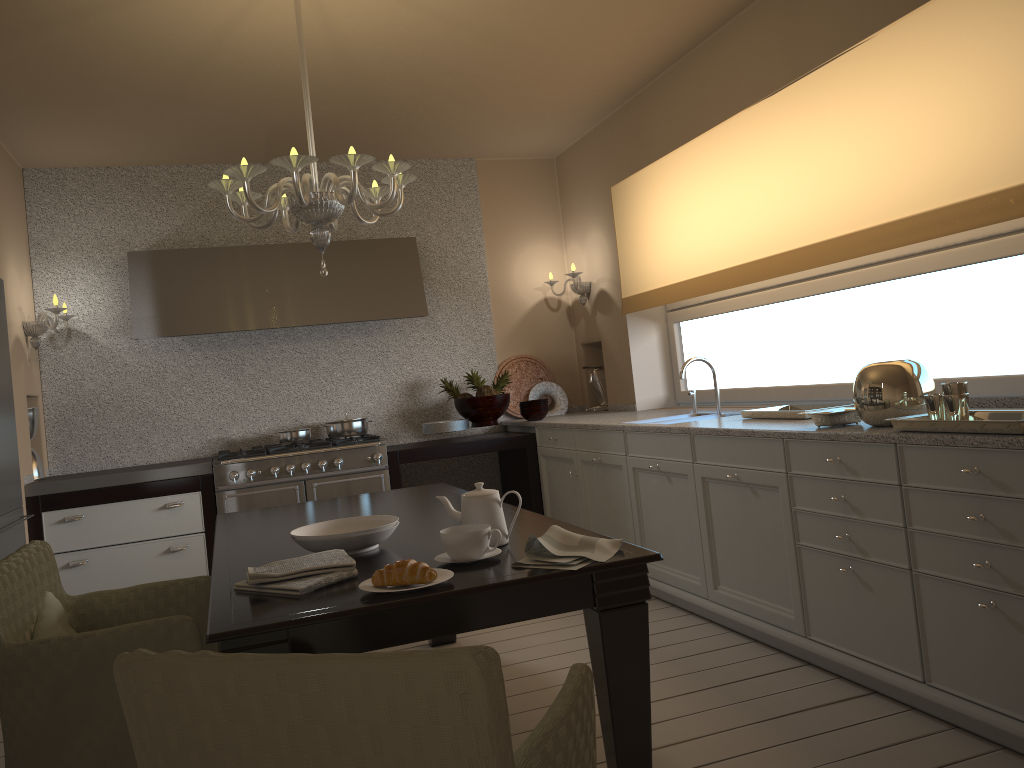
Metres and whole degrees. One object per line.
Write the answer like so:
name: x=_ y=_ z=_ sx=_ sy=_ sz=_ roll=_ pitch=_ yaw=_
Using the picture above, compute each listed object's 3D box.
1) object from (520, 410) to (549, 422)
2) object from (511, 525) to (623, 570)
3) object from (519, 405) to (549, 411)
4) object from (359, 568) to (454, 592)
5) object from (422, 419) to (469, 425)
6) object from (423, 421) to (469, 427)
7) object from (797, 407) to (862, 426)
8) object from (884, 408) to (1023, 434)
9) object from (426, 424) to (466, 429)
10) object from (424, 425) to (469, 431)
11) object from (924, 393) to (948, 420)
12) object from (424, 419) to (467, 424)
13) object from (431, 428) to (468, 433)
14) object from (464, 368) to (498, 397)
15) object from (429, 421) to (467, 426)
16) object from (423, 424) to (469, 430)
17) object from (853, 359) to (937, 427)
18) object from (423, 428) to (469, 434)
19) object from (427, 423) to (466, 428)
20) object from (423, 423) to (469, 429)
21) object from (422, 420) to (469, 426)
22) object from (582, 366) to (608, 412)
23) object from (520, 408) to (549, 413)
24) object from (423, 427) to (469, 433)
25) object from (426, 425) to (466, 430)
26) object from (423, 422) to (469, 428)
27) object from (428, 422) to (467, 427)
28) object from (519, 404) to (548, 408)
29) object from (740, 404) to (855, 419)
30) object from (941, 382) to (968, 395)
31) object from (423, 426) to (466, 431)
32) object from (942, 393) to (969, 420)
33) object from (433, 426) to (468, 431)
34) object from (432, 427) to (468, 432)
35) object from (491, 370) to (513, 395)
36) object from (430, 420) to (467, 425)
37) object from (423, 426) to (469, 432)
object: x=0.142 y=0.199 z=5.467 sx=0.180 sy=0.063 sz=0.180 roll=-6 pitch=0 yaw=-40
object: x=0.125 y=0.346 z=1.925 sx=0.196 sy=0.063 sz=0.205 roll=-6 pitch=0 yaw=34
object: x=0.139 y=0.172 z=5.467 sx=0.180 sy=0.063 sz=0.180 roll=-6 pitch=0 yaw=-40
object: x=-0.216 y=0.408 z=1.817 sx=0.195 sy=0.014 sz=0.194 roll=-6 pitch=0 yaw=-42
object: x=-0.397 y=0.232 z=5.304 sx=0.279 sy=0.011 sz=0.278 roll=-6 pitch=0 yaw=-31
object: x=-0.396 y=0.243 z=5.304 sx=0.279 sy=0.011 sz=0.278 roll=-6 pitch=0 yaw=-31
object: x=1.060 y=0.108 z=2.886 sx=0.197 sy=0.048 sz=0.152 roll=-6 pitch=0 yaw=-18
object: x=1.249 y=0.097 z=2.334 sx=0.274 sy=0.034 sz=0.445 roll=-6 pitch=0 yaw=-18
object: x=-0.395 y=0.257 z=5.303 sx=0.279 sy=0.011 sz=0.278 roll=-6 pitch=0 yaw=-31
object: x=-0.394 y=0.266 z=5.303 sx=0.279 sy=0.011 sz=0.278 roll=-6 pitch=0 yaw=-31
object: x=1.166 y=0.073 z=2.424 sx=0.063 sy=0.090 sz=0.063 roll=-7 pitch=-2 yaw=44
object: x=-0.398 y=0.229 z=5.304 sx=0.279 sy=0.011 sz=0.278 roll=-6 pitch=0 yaw=-31
object: x=-0.392 y=0.282 z=5.301 sx=0.279 sy=0.011 sz=0.278 roll=-6 pitch=0 yaw=-31
object: x=-0.199 y=0.030 z=5.493 sx=0.161 sy=0.279 sz=0.268 roll=-5 pitch=-1 yaw=-36
object: x=-0.397 y=0.240 z=5.304 sx=0.279 sy=0.011 sz=0.278 roll=-6 pitch=0 yaw=-31
object: x=-0.395 y=0.260 z=5.303 sx=0.279 sy=0.011 sz=0.278 roll=-6 pitch=0 yaw=-31
object: x=1.171 y=0.028 z=2.718 sx=0.235 sy=0.196 sz=0.235 roll=-6 pitch=-1 yaw=-1
object: x=-0.392 y=0.284 z=5.302 sx=0.279 sy=0.011 sz=0.278 roll=-6 pitch=0 yaw=-31
object: x=-0.395 y=0.251 z=5.303 sx=0.279 sy=0.011 sz=0.278 roll=-6 pitch=0 yaw=-31
object: x=-0.395 y=0.254 z=5.304 sx=0.279 sy=0.011 sz=0.278 roll=-6 pitch=0 yaw=-31
object: x=-0.397 y=0.237 z=5.303 sx=0.279 sy=0.011 sz=0.278 roll=-6 pitch=0 yaw=-31
object: x=0.680 y=0.017 z=5.925 sx=0.391 sy=0.306 sz=0.382 roll=-6 pitch=-1 yaw=-18
object: x=0.140 y=0.186 z=5.467 sx=0.180 sy=0.063 sz=0.180 roll=-6 pitch=0 yaw=-40
object: x=-0.392 y=0.279 z=5.302 sx=0.279 sy=0.011 sz=0.278 roll=-6 pitch=0 yaw=-31
object: x=-0.394 y=0.262 z=5.303 sx=0.279 sy=0.011 sz=0.278 roll=-6 pitch=0 yaw=-31
object: x=-0.395 y=0.248 z=5.302 sx=0.279 sy=0.011 sz=0.278 roll=-6 pitch=0 yaw=-31
object: x=-0.396 y=0.245 z=5.303 sx=0.279 sy=0.011 sz=0.278 roll=-6 pitch=0 yaw=-31
object: x=0.136 y=0.157 z=5.467 sx=0.180 sy=0.067 sz=0.180 roll=-6 pitch=0 yaw=-26
object: x=1.128 y=0.108 z=3.512 sx=0.241 sy=0.030 sz=0.428 roll=-6 pitch=0 yaw=-18
object: x=1.179 y=0.042 z=2.354 sx=0.063 sy=0.090 sz=0.063 roll=-7 pitch=-2 yaw=44
object: x=-0.394 y=0.268 z=5.302 sx=0.279 sy=0.011 sz=0.278 roll=-6 pitch=0 yaw=-31
object: x=1.183 y=0.072 z=2.353 sx=0.063 sy=0.090 sz=0.063 roll=-7 pitch=-2 yaw=44
object: x=-0.393 y=0.271 z=5.302 sx=0.279 sy=0.011 sz=0.278 roll=-6 pitch=0 yaw=-31
object: x=-0.392 y=0.276 z=5.302 sx=0.279 sy=0.011 sz=0.278 roll=-6 pitch=0 yaw=-31
object: x=-0.102 y=0.052 z=5.625 sx=0.276 sy=0.285 sz=0.138 roll=-5 pitch=-2 yaw=-33
object: x=-0.398 y=0.235 z=5.304 sx=0.279 sy=0.011 sz=0.278 roll=-6 pitch=0 yaw=-31
object: x=-0.393 y=0.274 z=5.302 sx=0.279 sy=0.011 sz=0.278 roll=-6 pitch=0 yaw=-31
